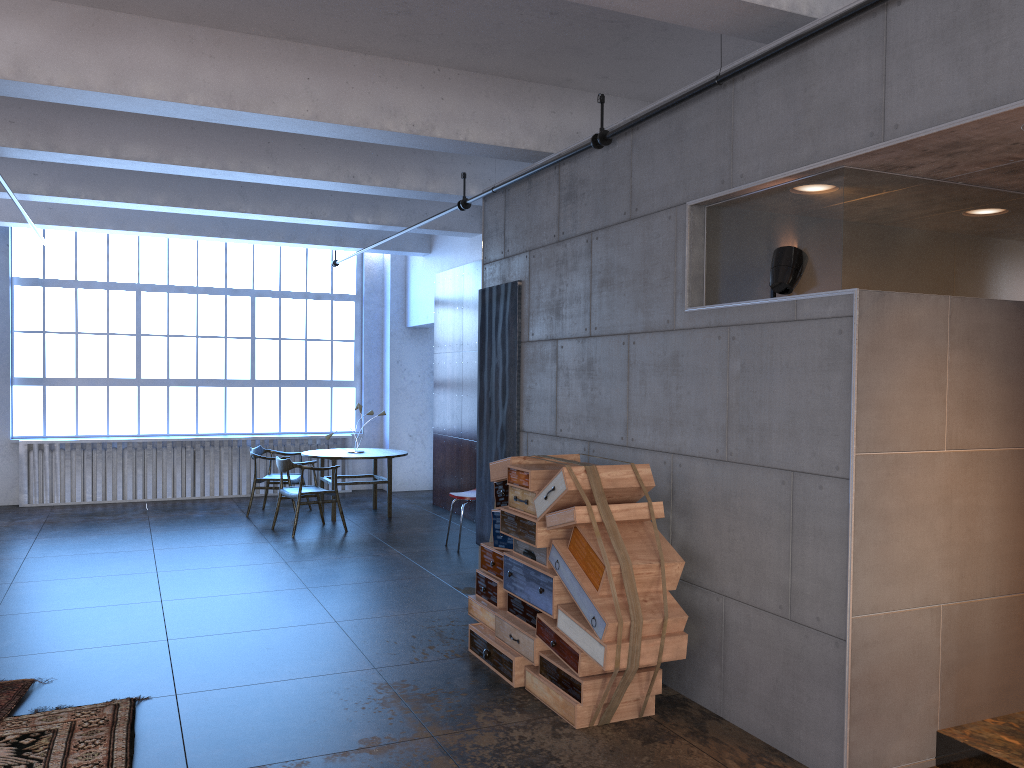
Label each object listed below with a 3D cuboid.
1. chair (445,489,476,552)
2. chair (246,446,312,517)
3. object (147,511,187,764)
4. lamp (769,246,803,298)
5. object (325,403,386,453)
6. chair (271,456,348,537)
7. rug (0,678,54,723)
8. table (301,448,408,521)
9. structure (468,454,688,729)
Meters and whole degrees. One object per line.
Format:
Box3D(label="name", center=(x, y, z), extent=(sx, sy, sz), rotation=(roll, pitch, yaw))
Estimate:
Box3D(label="chair", center=(-0.319, 1.207, 9.167), extent=(0.666, 0.988, 0.420), rotation=(0, 2, -25))
Box3D(label="chair", center=(-2.943, 1.226, 11.205), extent=(0.672, 0.865, 0.728), rotation=(1, 1, 2))
Box3D(label="object", center=(2.379, 1.921, 1.081), extent=(20.065, 0.001, 26.750), rotation=(0, 0, -24))
Box3D(label="lamp", center=(1.323, -0.532, 4.261), extent=(0.216, 0.259, 0.167), rotation=(0, 2, -43))
Box3D(label="object", center=(-1.960, 0.546, 11.140), extent=(0.786, 0.624, 0.236), rotation=(0, 1, -23))
Box3D(label="chair", center=(-2.290, 1.242, 9.985), extent=(0.687, 0.865, 0.712), rotation=(0, 1, -37))
Box3D(label="rug", center=(-3.124, 1.669, 3.266), extent=(1.896, 0.048, 3.483), rotation=(1, 0, -14))
Box3D(label="table", center=(-1.978, 1.288, 11.172), extent=(1.293, 0.852, 1.327), rotation=(1, 1, 20))
Box3D(label="structure", center=(0.265, 1.067, 5.127), extent=(0.648, 1.316, 1.881), rotation=(0, 1, -24))
